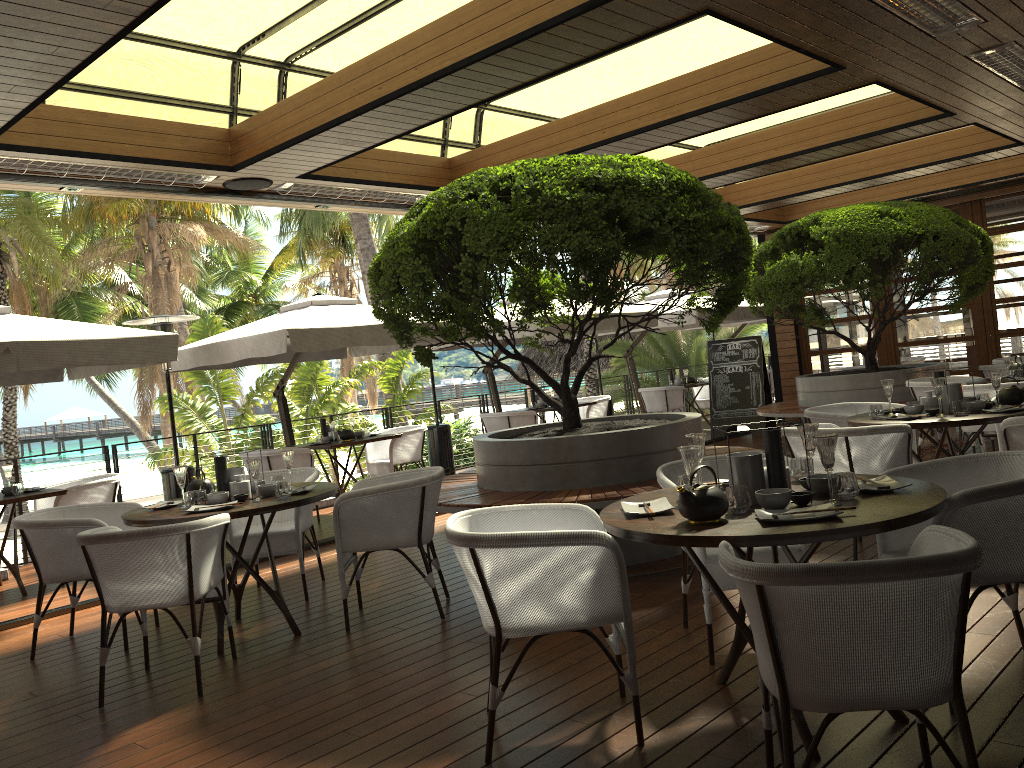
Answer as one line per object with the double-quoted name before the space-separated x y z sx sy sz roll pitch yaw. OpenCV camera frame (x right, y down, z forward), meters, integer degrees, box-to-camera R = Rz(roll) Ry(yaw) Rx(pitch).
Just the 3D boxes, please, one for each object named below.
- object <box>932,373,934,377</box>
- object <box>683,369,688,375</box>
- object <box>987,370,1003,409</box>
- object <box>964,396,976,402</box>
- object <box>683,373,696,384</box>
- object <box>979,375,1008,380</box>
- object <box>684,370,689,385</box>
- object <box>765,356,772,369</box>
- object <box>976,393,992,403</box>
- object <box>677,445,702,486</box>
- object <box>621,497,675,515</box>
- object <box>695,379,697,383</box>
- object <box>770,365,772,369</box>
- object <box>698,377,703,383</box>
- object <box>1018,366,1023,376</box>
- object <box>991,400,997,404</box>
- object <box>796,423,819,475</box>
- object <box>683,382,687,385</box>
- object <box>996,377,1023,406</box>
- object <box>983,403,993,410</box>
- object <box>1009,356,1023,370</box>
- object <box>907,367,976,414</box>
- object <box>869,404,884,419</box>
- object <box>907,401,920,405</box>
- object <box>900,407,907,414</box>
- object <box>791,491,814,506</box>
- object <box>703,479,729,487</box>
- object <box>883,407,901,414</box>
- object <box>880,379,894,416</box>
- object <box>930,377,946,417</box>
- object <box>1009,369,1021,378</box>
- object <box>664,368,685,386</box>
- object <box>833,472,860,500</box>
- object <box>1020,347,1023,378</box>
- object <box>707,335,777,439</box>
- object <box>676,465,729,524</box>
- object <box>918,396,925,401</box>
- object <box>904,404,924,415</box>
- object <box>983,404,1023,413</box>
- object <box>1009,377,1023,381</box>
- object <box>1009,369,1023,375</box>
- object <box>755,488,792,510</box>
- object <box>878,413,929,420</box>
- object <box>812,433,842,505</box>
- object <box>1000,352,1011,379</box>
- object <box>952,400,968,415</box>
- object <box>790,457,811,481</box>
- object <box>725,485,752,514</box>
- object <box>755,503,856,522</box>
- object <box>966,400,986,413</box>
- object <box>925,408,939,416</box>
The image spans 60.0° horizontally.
"object" 2.781 0.039 5.750 0.082 0.227 0.082 -6 0 -35
"object" 2.860 -0.122 14.562 0.082 0.227 0.082 -6 0 44
"object" 2.916 0.032 5.332 0.082 0.227 0.082 -6 0 -28
"object" 2.882 0.116 5.586 0.116 0.065 0.116 -7 1 -26
"object" 2.861 -0.090 14.227 0.167 0.179 0.163 -6 1 41
"object" 4.247 -0.053 7.824 0.295 0.025 0.170 -7 1 -38
"object" 2.761 -0.102 14.014 0.082 0.227 0.082 -6 0 44
"object" 4.964 -0.410 16.915 0.263 0.264 0.263 -6 0 -2
"object" 2.911 0.103 5.475 0.086 0.086 0.086 -6 0 21
"object" 0.615 0.325 3.011 0.082 0.227 0.082 -6 0 -9
"object" 0.482 0.442 3.142 0.170 0.025 0.295 -6 1 2
"object" 2.959 -0.046 14.418 0.116 0.065 0.116 -7 1 -43
"object" 4.909 -0.311 16.704 0.086 0.086 0.086 -7 1 -42
"object" 3.049 -0.066 14.354 0.086 0.086 0.086 -7 1 -42
"object" 4.497 -0.112 7.795 0.086 0.086 0.086 -6 0 12
"object" 3.002 0.120 5.716 0.170 0.025 0.294 -7 1 -24
"object" 1.122 0.264 3.328 0.082 0.227 0.082 -6 0 -9
"object" 2.753 -0.006 14.093 0.080 0.042 0.080 -6 1 35
"object" 3.036 0.044 5.399 0.163 0.179 0.168 -6 0 -26
"object" 2.837 0.137 5.304 0.080 0.042 0.080 -6 1 -8
"object" 4.532 -0.165 7.941 0.163 0.179 0.167 -7 0 -36
"object" 2.660 0.042 5.491 0.264 0.264 0.263 -7 1 -29
"object" 2.272 0.173 5.531 0.086 0.086 0.086 -6 0 21
"object" 2.597 0.145 5.685 0.116 0.065 0.116 -6 1 -3
"object" 2.500 0.169 5.616 0.080 0.042 0.080 -7 1 -31
"object" 0.964 0.384 2.950 0.080 0.042 0.080 -6 1 36
"object" 0.905 0.390 3.500 0.294 0.025 0.170 -6 1 7
"object" 2.477 0.176 5.823 0.295 0.025 0.170 -7 1 -29
"object" 2.383 0.086 5.603 0.082 0.227 0.082 -6 0 -28
"object" 2.509 0.079 5.208 0.082 0.227 0.082 -6 0 -35
"object" 4.260 -0.080 7.506 0.086 0.086 0.086 -6 0 7
"object" 2.640 -0.111 14.431 0.263 0.264 0.263 -6 0 -2
"object" 1.122 0.343 2.984 0.086 0.086 0.086 -6 0 7
"object" 4.529 -0.199 7.555 0.264 0.264 0.263 -7 1 -43
"object" 3.245 0.039 12.660 0.768 1.397 0.772 -6 0 28
"object" 0.614 0.355 2.876 0.168 0.179 0.163 -6 0 5
"object" 2.687 0.123 5.775 0.086 0.086 0.086 -6 0 16
"object" 2.473 0.163 5.448 0.116 0.065 0.116 -7 1 -26
"object" 2.892 0.142 5.140 0.295 0.025 0.170 -7 1 -29
"object" 4.267 -0.046 7.286 0.170 0.025 0.294 -7 1 -43
"object" 4.399 -0.089 7.740 0.116 0.065 0.116 -7 1 -34
"object" 0.862 0.384 2.916 0.116 0.065 0.116 -6 1 11
"object" 2.367 0.197 5.316 0.170 0.025 0.294 -7 1 -24
"object" 1.040 0.280 2.909 0.082 0.227 0.082 -6 0 -4
"object" 4.252 -0.155 7.612 0.082 0.227 0.082 -6 0 -37
"object" 2.624 0.140 5.198 0.086 0.086 0.086 -6 0 16
"object" 1.131 0.334 3.468 0.086 0.086 0.086 -7 1 -38
"object" 0.751 0.385 2.948 0.086 0.086 0.086 -7 1 -38
"object" 0.914 0.402 2.747 0.294 0.025 0.170 -6 1 7
"object" 2.746 0.136 5.254 0.116 0.065 0.116 -6 1 -3
"object" 2.531 0.170 5.334 0.080 0.042 0.080 -6 1 4
